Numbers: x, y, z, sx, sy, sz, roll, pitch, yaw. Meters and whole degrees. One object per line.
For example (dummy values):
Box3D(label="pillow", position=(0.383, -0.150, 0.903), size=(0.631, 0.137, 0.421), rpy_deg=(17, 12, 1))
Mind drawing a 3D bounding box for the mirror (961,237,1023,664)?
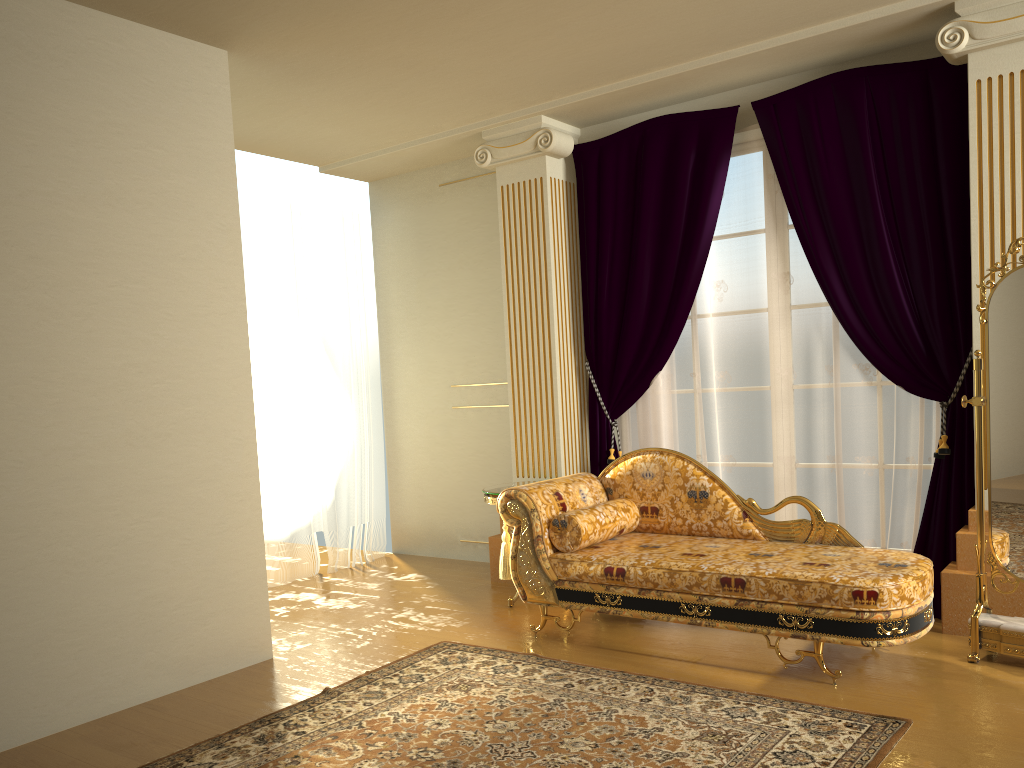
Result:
Box3D(label="mirror", position=(2.041, 0.267, 3.429), size=(0.242, 1.707, 0.541), rpy_deg=(-7, 5, -43))

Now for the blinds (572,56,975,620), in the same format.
Box3D(label="blinds", position=(1.329, -0.170, 4.734), size=(2.236, 2.664, 0.337), rpy_deg=(-1, 4, 37))

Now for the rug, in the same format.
Box3D(label="rug", position=(-0.390, 1.244, 2.430), size=(2.119, 0.017, 3.067), rpy_deg=(-3, 0, 37))

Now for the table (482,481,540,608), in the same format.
Box3D(label="table", position=(0.134, 0.902, 5.037), size=(0.571, 0.645, 0.570), rpy_deg=(-3, 2, -8))

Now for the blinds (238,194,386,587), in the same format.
Box3D(label="blinds", position=(-1.583, 0.062, 5.645), size=(0.164, 2.516, 2.157), rpy_deg=(0, 4, 39))

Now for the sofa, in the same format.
Box3D(label="sofa", position=(0.858, 0.747, 3.986), size=(1.895, 0.874, 0.690), rpy_deg=(-3, 2, 37))
